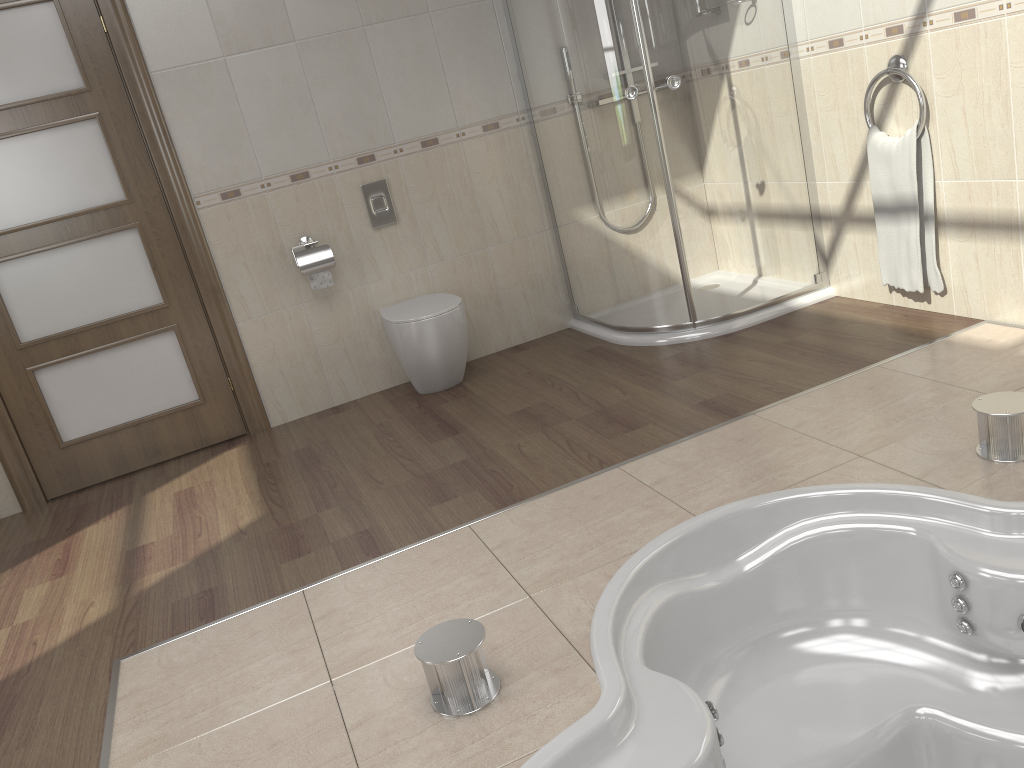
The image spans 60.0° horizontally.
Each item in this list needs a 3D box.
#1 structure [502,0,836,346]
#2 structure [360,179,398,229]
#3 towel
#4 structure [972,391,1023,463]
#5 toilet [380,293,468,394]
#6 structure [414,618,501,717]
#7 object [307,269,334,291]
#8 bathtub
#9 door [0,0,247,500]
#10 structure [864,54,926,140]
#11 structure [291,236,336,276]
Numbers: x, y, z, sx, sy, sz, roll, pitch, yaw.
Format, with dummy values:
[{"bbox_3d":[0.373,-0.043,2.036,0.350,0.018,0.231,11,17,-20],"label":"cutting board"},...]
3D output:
[{"bbox_3d":[0.629,-1.222,3.891,0.900,1.917,0.900,-19,18,-16],"label":"structure"},{"bbox_3d":[-0.600,-0.813,4.005,0.120,0.200,0.010,-19,18,-16],"label":"structure"},{"bbox_3d":[1.454,-0.648,3.291,0.083,0.635,0.280,-19,18,-15],"label":"towel"},{"bbox_3d":[1.251,0.108,2.240,0.150,0.131,0.150,-23,19,-26],"label":"structure"},{"bbox_3d":[-0.362,-0.165,3.961,0.337,0.388,0.519,-19,18,-16],"label":"toilet"},{"bbox_3d":[-0.112,0.583,1.830,0.150,0.131,0.150,-1,22,37],"label":"structure"},{"bbox_3d":[-0.851,-0.495,3.876,0.098,0.151,0.090,-19,18,-16],"label":"object"},{"bbox_3d":[0.919,0.852,1.460,1.754,0.674,1.751,-5,19,27],"label":"bathtub"},{"bbox_3d":[-1.836,-0.580,3.618,0.861,2.026,0.102,-20,18,-18],"label":"door"},{"bbox_3d":[1.381,-1.011,3.192,0.051,0.332,0.291,-19,18,-16],"label":"structure"},{"bbox_3d":[-0.870,-0.569,3.878,0.170,0.151,0.154,-19,18,-16],"label":"structure"}]
